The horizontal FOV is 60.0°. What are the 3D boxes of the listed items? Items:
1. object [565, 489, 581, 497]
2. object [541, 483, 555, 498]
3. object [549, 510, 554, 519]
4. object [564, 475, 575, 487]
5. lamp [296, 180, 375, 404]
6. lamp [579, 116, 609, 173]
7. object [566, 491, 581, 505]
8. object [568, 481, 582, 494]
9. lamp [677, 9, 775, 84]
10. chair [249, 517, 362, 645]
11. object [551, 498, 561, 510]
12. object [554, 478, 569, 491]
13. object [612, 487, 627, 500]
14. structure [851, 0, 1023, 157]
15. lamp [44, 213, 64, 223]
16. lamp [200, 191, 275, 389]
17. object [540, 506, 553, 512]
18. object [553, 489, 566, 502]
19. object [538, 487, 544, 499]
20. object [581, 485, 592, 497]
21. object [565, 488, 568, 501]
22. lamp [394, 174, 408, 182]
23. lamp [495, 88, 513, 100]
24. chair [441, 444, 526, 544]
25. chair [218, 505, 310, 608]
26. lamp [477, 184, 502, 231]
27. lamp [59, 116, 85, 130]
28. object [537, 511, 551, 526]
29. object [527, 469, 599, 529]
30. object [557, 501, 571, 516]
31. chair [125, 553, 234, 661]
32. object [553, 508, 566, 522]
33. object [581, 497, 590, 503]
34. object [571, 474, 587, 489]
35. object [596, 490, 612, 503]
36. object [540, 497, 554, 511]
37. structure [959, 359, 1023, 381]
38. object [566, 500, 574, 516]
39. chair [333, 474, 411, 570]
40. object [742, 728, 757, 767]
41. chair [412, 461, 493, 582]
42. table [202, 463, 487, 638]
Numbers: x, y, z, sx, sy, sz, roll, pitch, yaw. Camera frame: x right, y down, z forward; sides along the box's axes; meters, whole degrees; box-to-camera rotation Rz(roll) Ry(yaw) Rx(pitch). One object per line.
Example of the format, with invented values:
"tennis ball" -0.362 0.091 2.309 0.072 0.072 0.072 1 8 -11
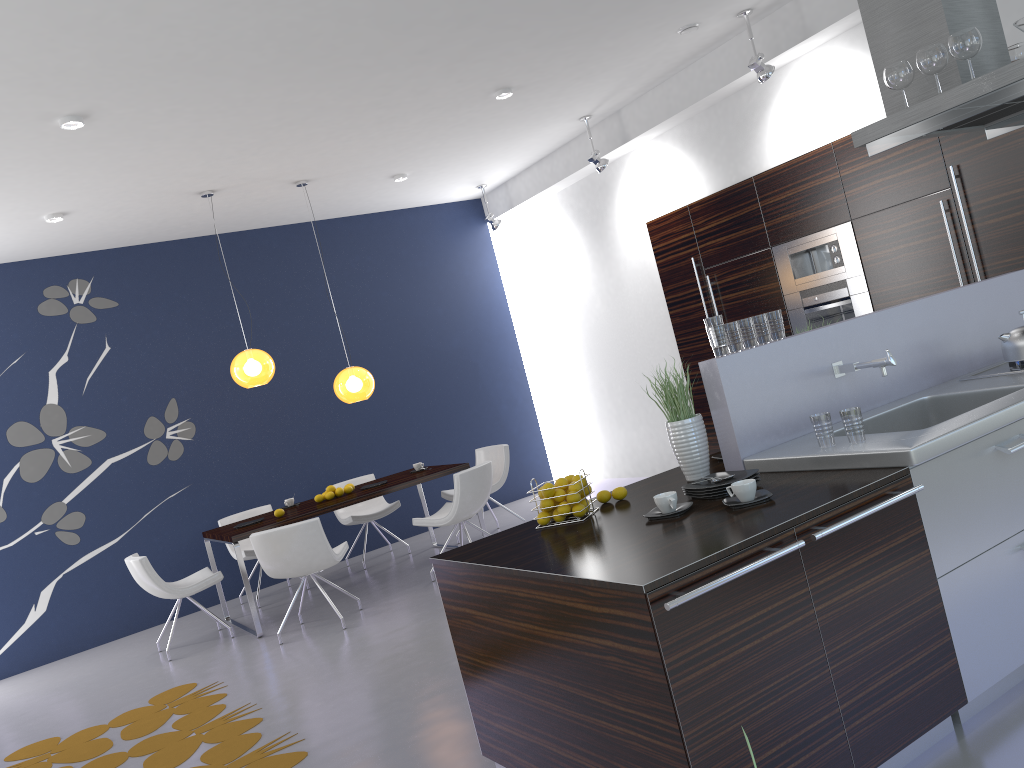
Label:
"object" 0.230 0.417 3.356 0.064 0.053 0.051 -15 1 -28
"object" 0.135 0.398 3.310 0.050 0.060 0.059 -15 1 -31
"object" 0.157 0.494 3.407 0.051 0.053 0.063 -15 1 -23
"object" 0.226 0.375 3.408 0.063 0.051 0.053 -14 1 17
"lamp" -1.588 -0.802 7.735 0.359 1.974 0.358 -15 1 -25
"lamp" 0.748 -2.166 8.038 0.185 0.511 0.150 -15 1 -31
"object" 0.228 0.422 3.278 0.053 0.055 0.060 -14 1 13
"object" 0.238 0.390 3.316 0.053 0.051 0.063 -14 1 15
"lamp" 1.537 -2.344 6.326 0.605 0.511 0.171 -14 1 1
"chair" -1.475 1.368 6.398 0.508 0.805 0.620 -14 1 4
"object" 0.163 0.452 3.377 0.051 0.053 0.062 -15 1 -23
"object" 0.188 0.382 3.363 0.051 0.053 0.063 -15 1 -29
"object" 0.421 0.429 3.474 0.063 0.051 0.053 -14 1 28
"structure" 2.025 -1.752 3.807 0.981 1.231 0.915 -15 1 -31
"lamp" -3.548 -1.286 6.870 0.132 0.035 0.132 -15 1 -31
"lamp" -2.309 -0.780 7.314 0.358 1.645 0.359 -15 1 -20
"object" 0.134 0.463 3.381 0.051 0.055 0.061 -14 1 39
"object" 0.178 0.418 3.325 0.055 0.051 0.061 -15 1 -36
"object" 0.124 0.414 3.375 0.051 0.053 0.063 -15 1 -18
"object" 0.274 0.407 3.392 0.063 0.051 0.053 -14 1 28
"object" 0.217 0.423 3.411 0.052 0.053 0.062 -14 1 31
"lamp" -1.054 -1.952 8.397 0.132 0.035 0.132 -14 1 16
"lamp" -0.062 -2.183 6.675 0.132 0.035 0.132 -14 1 12
"chair" -0.266 1.028 8.304 0.620 0.805 0.508 -15 1 -36
"chair" -2.268 1.548 8.077 0.508 0.805 0.620 -15 1 -36
"lamp" -0.244 -1.935 9.759 0.185 0.511 0.150 -15 1 -31
"lamp" -2.557 -1.517 5.149 0.132 0.035 0.132 -14 1 12
"object" 0.120 0.504 3.329 0.053 0.052 0.062 -14 1 9
"object" 0.190 0.426 3.359 0.207 0.174 0.189 -14 1 24
"object" 0.194 0.463 3.292 0.052 0.053 0.062 -14 1 6
"chair" -2.579 1.646 6.887 0.620 0.805 0.508 -15 1 -31
"object" 0.178 0.491 3.329 0.050 0.055 0.061 -14 1 15
"object" 0.268 0.457 3.401 0.060 0.057 0.052 -15 1 -29
"object" 0.256 0.372 3.364 0.052 0.060 0.057 -15 1 -42
"object" 0.362 0.444 3.495 0.063 0.051 0.053 -15 1 -27
"object" 0.132 0.449 3.321 0.053 0.054 0.061 -14 1 16
"structure" 2.399 -0.148 3.896 0.709 0.055 0.519 -15 1 -31
"object" 0.214 0.472 3.372 0.057 0.060 0.052 -15 1 -25
"chair" -1.403 1.317 8.606 0.508 0.805 0.620 -15 1 -31
"object" 0.093 0.782 0.162 0.713 1.334 0.656 -15 1 -30
"chair" -0.389 1.078 7.051 0.620 0.805 0.508 -14 1 29
"table" -1.399 1.343 7.550 2.046 0.783 1.127 -15 1 -31
